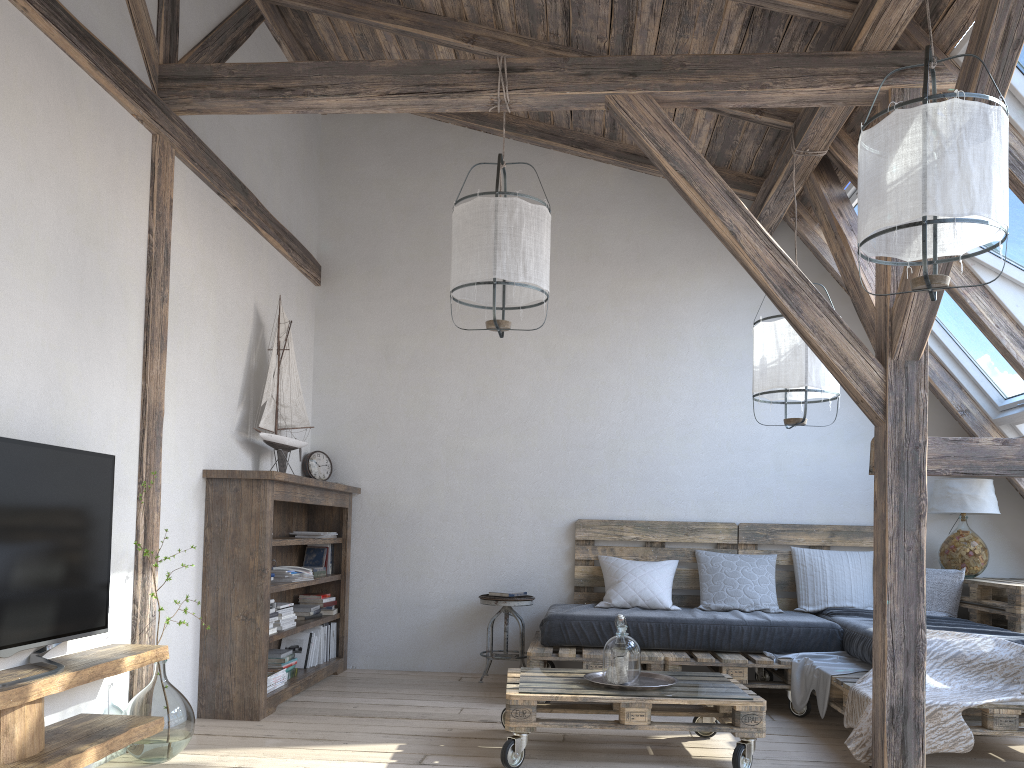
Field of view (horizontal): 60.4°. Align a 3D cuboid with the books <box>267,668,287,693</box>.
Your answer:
[{"bbox_3d":[-1.295,1.491,4.430,0.238,0.087,0.321,1,-9,4],"label":"books"}]

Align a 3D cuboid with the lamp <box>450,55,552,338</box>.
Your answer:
[{"bbox_3d":[-0.045,-0.753,3.629,0.402,1.075,0.408,5,-5,-44],"label":"lamp"}]

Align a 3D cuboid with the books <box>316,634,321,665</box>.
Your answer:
[{"bbox_3d":[-1.220,1.582,5.248,0.139,0.182,0.066,1,-3,5],"label":"books"}]

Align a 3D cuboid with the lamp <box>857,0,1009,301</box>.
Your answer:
[{"bbox_3d":[1.257,-0.923,2.647,0.408,1.294,0.402,2,-3,-19],"label":"lamp"}]

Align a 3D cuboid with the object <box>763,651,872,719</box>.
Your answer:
[{"bbox_3d":[1.629,1.511,4.439,0.505,0.274,0.716,3,-9,-11],"label":"object"}]

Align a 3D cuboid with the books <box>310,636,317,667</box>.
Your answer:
[{"bbox_3d":[-1.231,1.574,5.179,0.139,0.174,0.095,1,-4,5],"label":"books"}]

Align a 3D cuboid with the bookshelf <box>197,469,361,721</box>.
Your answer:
[{"bbox_3d":[-1.234,1.122,4.914,0.348,1.162,1.643,1,-7,5],"label":"bookshelf"}]

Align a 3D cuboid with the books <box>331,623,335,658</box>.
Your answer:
[{"bbox_3d":[-1.197,1.615,5.549,0.158,0.218,0.021,1,-2,5],"label":"books"}]

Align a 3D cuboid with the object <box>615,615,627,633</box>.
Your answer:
[{"bbox_3d":[0.464,1.130,3.780,0.071,0.265,0.155,1,-4,5],"label":"object"}]

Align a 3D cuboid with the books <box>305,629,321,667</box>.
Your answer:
[{"bbox_3d":[-1.226,1.562,5.214,0.157,0.210,0.091,1,-3,5],"label":"books"}]

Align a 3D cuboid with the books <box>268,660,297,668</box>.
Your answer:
[{"bbox_3d":[-1.279,1.522,4.771,0.157,0.021,0.227,1,-9,5],"label":"books"}]

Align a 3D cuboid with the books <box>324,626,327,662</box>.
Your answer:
[{"bbox_3d":[-1.214,1.587,5.383,0.158,0.218,0.021,1,-2,5],"label":"books"}]

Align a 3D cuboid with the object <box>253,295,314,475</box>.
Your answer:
[{"bbox_3d":[-1.241,0.032,4.864,0.140,0.983,0.798,1,-5,10],"label":"object"}]

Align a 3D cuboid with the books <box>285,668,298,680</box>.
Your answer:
[{"bbox_3d":[-1.281,1.572,4.768,0.173,0.038,0.226,1,-9,5],"label":"books"}]

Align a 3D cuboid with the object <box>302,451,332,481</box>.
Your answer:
[{"bbox_3d":[-1.252,0.534,5.670,0.082,0.208,0.206,-1,-6,40],"label":"object"}]

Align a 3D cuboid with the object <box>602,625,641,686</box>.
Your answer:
[{"bbox_3d":[0.451,1.113,3.615,0.156,0.245,0.157,4,-5,-27],"label":"object"}]

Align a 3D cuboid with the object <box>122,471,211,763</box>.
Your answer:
[{"bbox_3d":[-1.384,0.919,3.551,0.275,1.111,0.519,2,-4,-9],"label":"object"}]

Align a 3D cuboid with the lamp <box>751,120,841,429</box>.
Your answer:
[{"bbox_3d":[1.380,-0.547,4.267,0.409,1.505,0.401,4,-4,-44],"label":"lamp"}]

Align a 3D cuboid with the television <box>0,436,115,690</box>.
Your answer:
[{"bbox_3d":[-1.485,0.512,2.582,0.207,0.698,1.116,1,-7,5],"label":"television"}]

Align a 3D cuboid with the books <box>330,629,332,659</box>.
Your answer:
[{"bbox_3d":[-1.200,1.625,5.505,0.139,0.183,0.018,1,-2,5],"label":"books"}]

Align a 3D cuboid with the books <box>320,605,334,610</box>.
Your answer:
[{"bbox_3d":[-1.214,1.389,5.473,0.205,0.021,0.151,2,-9,-6],"label":"books"}]

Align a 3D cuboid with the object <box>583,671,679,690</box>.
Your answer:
[{"bbox_3d":[0.497,1.241,3.683,0.395,0.021,0.399,-3,-10,24],"label":"object"}]

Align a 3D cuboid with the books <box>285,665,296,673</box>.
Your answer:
[{"bbox_3d":[-1.279,1.543,4.771,0.157,0.021,0.227,1,-9,0],"label":"books"}]

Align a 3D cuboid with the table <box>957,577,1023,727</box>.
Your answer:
[{"bbox_3d":[2.907,1.453,4.886,0.674,0.695,1.029,1,-7,5],"label":"table"}]

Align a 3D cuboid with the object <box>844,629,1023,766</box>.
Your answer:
[{"bbox_3d":[1.841,1.304,3.657,0.812,0.469,1.019,-4,-10,34],"label":"object"}]

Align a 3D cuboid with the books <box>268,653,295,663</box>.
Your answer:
[{"bbox_3d":[-1.292,1.488,4.782,0.174,0.025,0.224,1,-9,0],"label":"books"}]

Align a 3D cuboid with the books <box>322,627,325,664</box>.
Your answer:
[{"bbox_3d":[-1.213,1.575,5.311,0.157,0.218,0.017,1,-2,5],"label":"books"}]

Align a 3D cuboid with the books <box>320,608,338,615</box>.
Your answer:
[{"bbox_3d":[-1.208,1.416,5.478,0.219,0.030,0.164,2,-9,-2],"label":"books"}]

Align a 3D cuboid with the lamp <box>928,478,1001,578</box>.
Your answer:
[{"bbox_3d":[2.637,1.243,5.429,0.390,1.273,0.830,2,-4,-10],"label":"lamp"}]

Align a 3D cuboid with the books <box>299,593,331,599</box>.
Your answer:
[{"bbox_3d":[-1.232,1.324,5.497,0.143,0.019,0.204,1,-9,5],"label":"books"}]

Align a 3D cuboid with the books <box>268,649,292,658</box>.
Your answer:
[{"bbox_3d":[-1.288,1.466,4.789,0.132,0.021,0.201,1,-9,4],"label":"books"}]

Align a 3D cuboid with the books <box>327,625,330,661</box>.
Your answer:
[{"bbox_3d":[-1.205,1.594,5.422,0.157,0.218,0.017,1,-2,5],"label":"books"}]

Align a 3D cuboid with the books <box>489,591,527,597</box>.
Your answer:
[{"bbox_3d":[-0.025,1.290,5.415,0.150,0.021,0.207,-5,-11,33],"label":"books"}]

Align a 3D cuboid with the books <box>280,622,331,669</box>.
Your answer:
[{"bbox_3d":[-1.242,1.559,5.294,0.201,0.246,0.416,1,-8,5],"label":"books"}]

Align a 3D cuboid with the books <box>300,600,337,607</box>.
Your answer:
[{"bbox_3d":[-1.207,1.367,5.485,0.161,0.026,0.205,-1,-10,12],"label":"books"}]

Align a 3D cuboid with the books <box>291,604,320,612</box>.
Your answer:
[{"bbox_3d":[-1.242,1.332,5.227,0.152,0.024,0.231,1,-9,0],"label":"books"}]

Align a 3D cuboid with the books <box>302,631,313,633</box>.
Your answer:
[{"bbox_3d":[-1.264,1.556,5.171,0.157,0.204,0.108,1,-4,5],"label":"books"}]

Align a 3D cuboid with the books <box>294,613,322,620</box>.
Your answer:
[{"bbox_3d":[-1.242,1.377,5.215,0.152,0.024,0.231,-1,-10,13],"label":"books"}]

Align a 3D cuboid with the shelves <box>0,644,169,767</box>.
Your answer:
[{"bbox_3d":[-1.454,1.088,2.565,0.331,0.445,1.623,1,-9,5],"label":"shelves"}]

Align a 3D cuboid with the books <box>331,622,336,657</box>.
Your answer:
[{"bbox_3d":[-1.193,1.620,5.577,0.157,0.219,0.036,1,-3,5],"label":"books"}]

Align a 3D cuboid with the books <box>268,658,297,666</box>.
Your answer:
[{"bbox_3d":[-1.291,1.507,4.782,0.173,0.013,0.233,0,-10,8],"label":"books"}]

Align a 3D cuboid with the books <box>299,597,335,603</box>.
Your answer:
[{"bbox_3d":[-1.213,1.342,5.478,0.157,0.021,0.221,0,-9,8],"label":"books"}]
